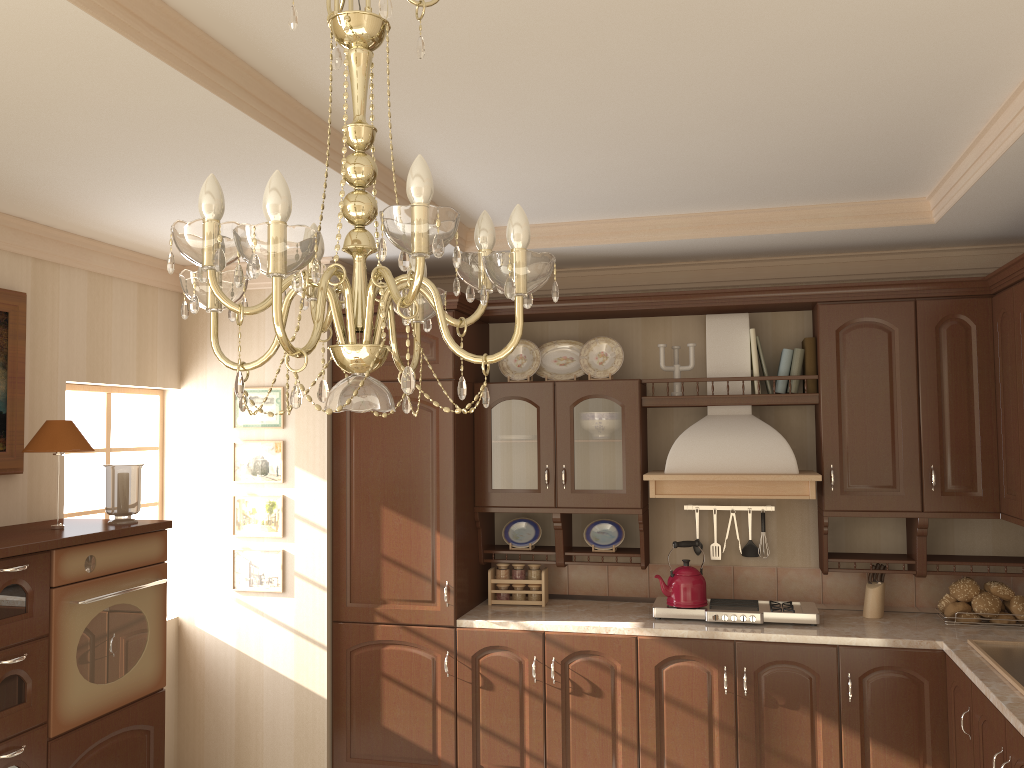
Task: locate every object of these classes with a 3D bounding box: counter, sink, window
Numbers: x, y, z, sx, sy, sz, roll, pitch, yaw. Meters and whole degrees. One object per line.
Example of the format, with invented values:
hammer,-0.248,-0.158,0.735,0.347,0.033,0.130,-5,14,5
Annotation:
counter,0.859,1.018,3.067,2.603,0.034,2.422,-1,-3,14
sink,1.860,0.913,2.887,0.448,0.348,1.077,-1,-3,14
window,-1.827,0.561,3.973,0.050,1.100,0.765,-1,-3,14

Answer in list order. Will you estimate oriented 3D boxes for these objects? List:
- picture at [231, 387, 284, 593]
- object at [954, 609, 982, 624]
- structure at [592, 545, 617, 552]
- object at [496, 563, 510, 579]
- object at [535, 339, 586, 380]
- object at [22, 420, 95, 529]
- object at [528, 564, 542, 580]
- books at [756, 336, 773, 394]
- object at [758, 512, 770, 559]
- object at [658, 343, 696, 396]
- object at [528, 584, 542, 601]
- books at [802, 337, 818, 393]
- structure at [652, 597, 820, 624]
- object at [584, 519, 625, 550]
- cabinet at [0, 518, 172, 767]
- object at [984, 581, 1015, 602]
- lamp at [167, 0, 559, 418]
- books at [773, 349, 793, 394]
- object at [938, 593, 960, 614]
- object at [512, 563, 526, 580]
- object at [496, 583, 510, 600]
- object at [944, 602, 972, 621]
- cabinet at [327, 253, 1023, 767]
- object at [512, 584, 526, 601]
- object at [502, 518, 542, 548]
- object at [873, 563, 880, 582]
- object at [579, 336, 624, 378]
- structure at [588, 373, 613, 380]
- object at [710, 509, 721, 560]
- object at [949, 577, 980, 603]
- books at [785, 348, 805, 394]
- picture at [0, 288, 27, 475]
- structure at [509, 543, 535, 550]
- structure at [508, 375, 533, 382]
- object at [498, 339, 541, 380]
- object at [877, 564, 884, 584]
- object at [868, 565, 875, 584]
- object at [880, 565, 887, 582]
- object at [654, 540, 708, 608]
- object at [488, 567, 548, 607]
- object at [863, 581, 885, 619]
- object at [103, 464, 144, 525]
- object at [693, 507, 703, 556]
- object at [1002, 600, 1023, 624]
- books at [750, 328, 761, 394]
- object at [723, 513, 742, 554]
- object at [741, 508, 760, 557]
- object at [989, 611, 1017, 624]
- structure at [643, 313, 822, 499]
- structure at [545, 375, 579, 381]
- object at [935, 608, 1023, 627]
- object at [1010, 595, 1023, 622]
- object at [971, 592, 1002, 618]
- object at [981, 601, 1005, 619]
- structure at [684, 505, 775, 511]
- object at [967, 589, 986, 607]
picture,-1.207,0.497,4.208,0.268,0.964,0.010,-1,-3,14
object,1.967,1.000,3.832,0.114,0.058,0.119,1,-3,-21
structure,0.447,0.744,4.290,0.110,0.126,0.080,-1,-3,14
object,-0.044,0.920,4.364,0.068,0.088,0.068,-2,-3,30
object,0.249,-0.120,4.387,0.342,0.209,0.073,-1,-3,15
object,-1.629,0.324,3.184,0.237,0.388,0.235,-2,-3,26
object,0.110,0.917,4.338,0.068,0.088,0.068,-2,-3,30
books,1.183,-0.083,4.170,0.068,0.271,0.194,-1,-3,14
object,1.194,0.721,4.211,0.049,0.219,0.049,0,-3,-8
object,0.770,-0.064,4.223,0.163,0.248,0.174,1,-3,-23
object,0.111,1.017,4.332,0.068,0.088,0.068,-2,-3,30
books,1.378,-0.079,4.107,0.052,0.254,0.205,-1,-3,14
structure,0.991,1.007,3.954,0.710,0.054,0.325,-1,-3,14
object,0.446,0.728,4.296,0.202,0.143,0.071,-1,-3,12
cabinet,-1.726,1.172,2.737,0.538,1.349,1.513,-1,-3,14
object,2.102,0.891,3.825,0.112,0.078,0.125,-1,-3,9
lamp,-0.219,-0.444,1.274,0.501,0.982,0.502,0,-3,-16
books,1.267,-0.054,4.141,0.086,0.209,0.205,-1,-3,14
object,1.927,0.966,3.894,0.123,0.109,0.092,0,-3,-18
object,0.033,0.918,4.351,0.068,0.088,0.068,-2,-3,30
object,-0.043,1.020,4.359,0.068,0.088,0.068,-2,-3,30
object,1.922,0.981,3.822,0.114,0.092,0.104,1,-3,-29
cabinet,0.566,0.688,3.169,3.226,2.313,2.436,-1,-3,14
object,0.034,1.019,4.346,0.068,0.088,0.068,-2,-3,30
object,0.049,0.738,4.399,0.202,0.143,0.071,-1,-3,12
object,1.641,0.905,4.009,0.052,0.191,0.027,1,-3,-30
object,0.431,-0.129,4.283,0.220,0.210,0.068,-1,-3,12
structure,0.428,-0.079,4.278,0.110,0.126,0.080,-1,-3,14
object,0.979,0.723,4.268,0.051,0.245,0.003,-1,-3,14
object,1.962,0.891,3.843,0.118,0.105,0.100,-1,-3,9
books,1.314,-0.055,4.119,0.080,0.209,0.205,-1,-3,14
picture,-1.969,-0.028,2.885,0.036,0.687,0.990,-1,-3,14
structure,0.050,0.754,4.394,0.110,0.126,0.080,-1,-3,14
structure,0.040,-0.070,4.376,0.110,0.126,0.080,-1,-3,14
object,0.037,-0.120,4.382,0.220,0.210,0.068,-1,-3,12
object,1.644,0.908,3.976,0.053,0.198,0.027,0,-3,-2
object,1.614,0.915,3.996,0.053,0.198,0.027,0,-3,-2
object,1.672,0.900,4.002,0.050,0.159,0.022,0,-3,-16
object,0.771,0.846,3.971,0.181,0.282,0.227,-3,-4,37
object,0.032,0.991,4.349,0.276,0.170,0.140,-1,-3,10
object,1.633,0.966,3.983,0.151,0.148,0.078,2,-4,-38
object,-1.472,0.416,3.359,0.144,0.220,0.144,0,-3,-3
object,0.897,0.713,4.286,0.048,0.231,0.015,-1,-3,16
object,2.163,0.973,3.810,0.091,0.100,0.125,-1,-3,10
books,1.144,-0.100,4.173,0.042,0.305,0.194,-1,-3,14
object,1.053,0.715,4.248,0.089,0.195,0.005,-1,-3,14
object,1.139,0.711,4.239,0.088,0.236,0.028,-1,-3,14
object,2.092,0.997,3.782,0.103,0.060,0.105,-1,-3,9
structure,1.001,0.089,4.087,0.753,0.845,0.455,-1,-3,14
structure,0.247,-0.071,4.380,0.154,0.126,0.080,-1,-3,14
object,2.038,1.000,3.820,0.364,0.060,0.199,-1,-3,14
object,2.159,0.948,3.740,0.117,0.106,0.097,1,-3,-30
object,2.019,0.939,3.777,0.110,0.102,0.115,-3,-4,43
object,2.076,0.977,3.842,0.114,0.094,0.098,0,-3,-5
structure,1.042,0.596,4.264,0.422,0.020,0.008,-1,-3,14
object,2.031,0.935,3.878,0.113,0.092,0.110,1,-3,-23
